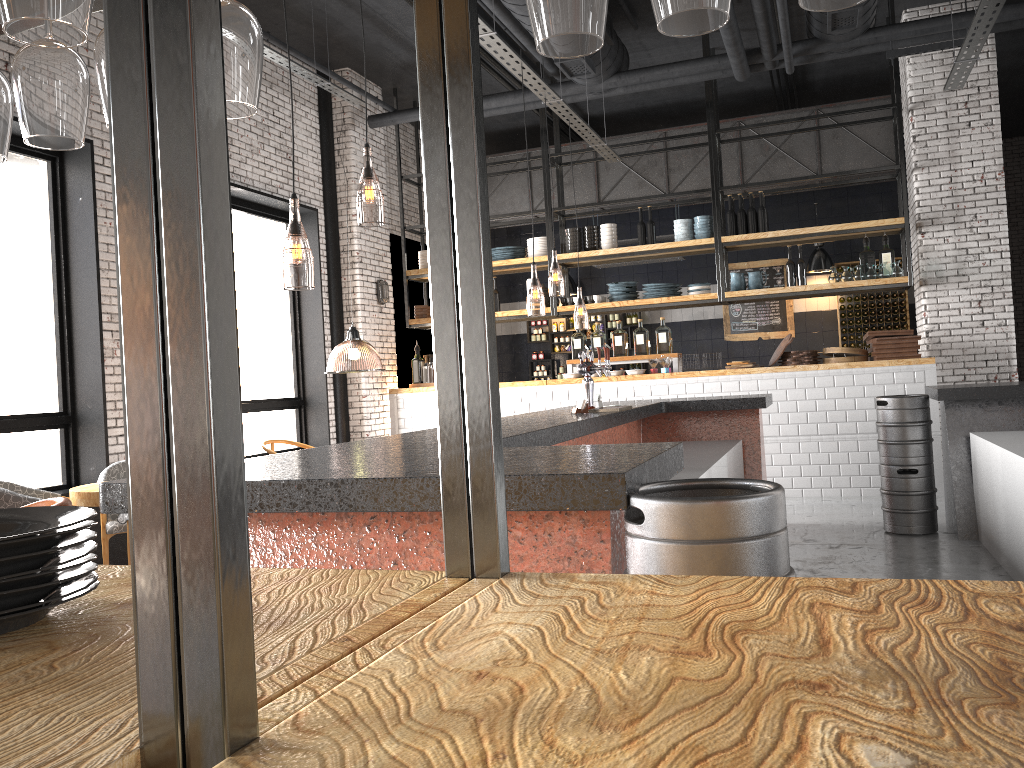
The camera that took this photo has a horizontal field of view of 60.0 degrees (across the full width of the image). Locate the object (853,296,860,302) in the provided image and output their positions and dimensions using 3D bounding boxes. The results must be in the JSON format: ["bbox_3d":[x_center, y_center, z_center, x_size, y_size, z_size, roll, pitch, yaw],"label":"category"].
[{"bbox_3d":[4.704,-1.160,12.097,0.079,0.079,0.283,-3,0,20],"label":"object"}]

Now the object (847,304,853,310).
[{"bbox_3d":[4.609,-1.050,12.090,0.079,0.079,0.283,-3,0,20],"label":"object"}]

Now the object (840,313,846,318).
[{"bbox_3d":[4.539,-0.940,12.156,0.079,0.079,0.283,-3,0,20],"label":"object"}]

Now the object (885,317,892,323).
[{"bbox_3d":[5.065,-0.865,11.929,0.079,0.079,0.283,-3,0,20],"label":"object"}]

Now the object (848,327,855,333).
[{"bbox_3d":[4.635,-0.735,12.106,0.079,0.079,0.283,-3,0,20],"label":"object"}]

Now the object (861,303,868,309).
[{"bbox_3d":[4.801,-1.061,12.068,0.079,0.079,0.283,-3,0,20],"label":"object"}]

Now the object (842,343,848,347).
[{"bbox_3d":[4.555,-0.520,12.124,0.079,0.079,0.281,-3,0,20],"label":"object"}]

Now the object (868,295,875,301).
[{"bbox_3d":[4.870,-1.170,12.001,0.079,0.079,0.283,-3,0,20],"label":"object"}]

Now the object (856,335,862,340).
[{"bbox_3d":[4.729,-0.635,12.072,0.079,0.079,0.281,-3,0,20],"label":"object"}]

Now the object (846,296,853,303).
[{"bbox_3d":[4.604,-1.155,12.096,0.079,0.079,0.283,-3,0,20],"label":"object"}]

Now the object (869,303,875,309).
[{"bbox_3d":[4.888,-1.066,12.032,0.079,0.079,0.283,-3,0,20],"label":"object"}]

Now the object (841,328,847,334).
[{"bbox_3d":[4.538,-0.730,12.116,0.079,0.079,0.283,-3,0,20],"label":"object"}]

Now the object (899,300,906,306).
[{"bbox_3d":[5.238,-1.086,11.891,0.079,0.079,0.283,-3,0,20],"label":"object"}]

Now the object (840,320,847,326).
[{"bbox_3d":[4.540,-0.835,12.139,0.079,0.079,0.283,-3,0,20],"label":"object"}]

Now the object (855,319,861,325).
[{"bbox_3d":[4.723,-0.846,12.091,0.079,0.079,0.283,-3,0,20],"label":"object"}]

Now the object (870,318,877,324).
[{"bbox_3d":[4.889,-0.855,11.995,0.079,0.079,0.283,-3,0,20],"label":"object"}]

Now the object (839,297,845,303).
[{"bbox_3d":[4.522,-1.150,12.145,0.079,0.079,0.283,-3,0,20],"label":"object"}]

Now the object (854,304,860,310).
[{"bbox_3d":[4.705,-1.055,12.080,0.079,0.079,0.283,-3,0,20],"label":"object"}]

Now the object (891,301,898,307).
[{"bbox_3d":[5.155,-1.081,11.938,0.079,0.079,0.283,-3,0,20],"label":"object"}]

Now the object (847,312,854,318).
[{"bbox_3d":[4.623,-0.945,12.110,0.079,0.079,0.283,-3,0,20],"label":"object"}]

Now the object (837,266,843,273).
[{"bbox_3d":[4.491,-1.569,12.135,0.079,0.079,0.283,-3,0,20],"label":"object"}]

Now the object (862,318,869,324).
[{"bbox_3d":[4.799,-0.850,12.023,0.079,0.079,0.283,-3,0,20],"label":"object"}]

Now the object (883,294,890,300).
[{"bbox_3d":[5.061,-1.181,11.975,0.079,0.079,0.283,-3,0,20],"label":"object"}]

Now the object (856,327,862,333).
[{"bbox_3d":[4.721,-0.740,12.066,0.079,0.079,0.283,-3,0,20],"label":"object"}]

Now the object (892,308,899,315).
[{"bbox_3d":[5.156,-0.976,11.921,0.079,0.079,0.283,-3,0,20],"label":"object"}]

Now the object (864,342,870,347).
[{"bbox_3d":[4.816,-0.535,12.016,0.079,0.079,0.281,-3,0,20],"label":"object"}]

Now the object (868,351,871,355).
[{"bbox_3d":[4.824,-0.430,12.018,0.079,0.079,0.281,-3,0,20],"label":"object"}]

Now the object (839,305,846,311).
[{"bbox_3d":[4.525,-1.045,12.135,0.079,0.079,0.283,-3,0,20],"label":"object"}]

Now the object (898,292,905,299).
[{"bbox_3d":[5.229,-1.191,11.885,0.079,0.079,0.283,-3,0,20],"label":"object"}]

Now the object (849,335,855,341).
[{"bbox_3d":[4.634,-0.630,12.085,0.079,0.079,0.281,-3,0,20],"label":"object"}]

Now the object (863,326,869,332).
[{"bbox_3d":[4.812,-0.745,12.043,0.079,0.079,0.283,-3,0,20],"label":"object"}]

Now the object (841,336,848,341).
[{"bbox_3d":[4.557,-0.625,12.149,0.079,0.079,0.281,-3,0,20],"label":"object"}]

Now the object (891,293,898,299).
[{"bbox_3d":[5.148,-1.186,11.939,0.079,0.079,0.283,-3,0,20],"label":"object"}]

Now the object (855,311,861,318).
[{"bbox_3d":[4.705,-0.950,12.060,0.079,0.079,0.283,-3,0,20],"label":"object"}]

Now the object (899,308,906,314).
[{"bbox_3d":[5.251,-0.981,11.908,0.079,0.079,0.283,-3,0,20],"label":"object"}]

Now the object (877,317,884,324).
[{"bbox_3d":[4.989,-0.861,11.996,0.079,0.079,0.283,-3,0,20],"label":"object"}]

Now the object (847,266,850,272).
[{"bbox_3d":[4.591,-1.575,12.137,0.079,0.079,0.283,-3,0,20],"label":"object"}]

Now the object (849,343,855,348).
[{"bbox_3d":[4.639,-0.525,12.079,0.079,0.079,0.281,-3,0,20],"label":"object"}]

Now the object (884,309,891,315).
[{"bbox_3d":[5.060,-0.970,11.934,0.079,0.079,0.283,-3,0,20],"label":"object"}]

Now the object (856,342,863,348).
[{"bbox_3d":[4.741,-0.531,12.085,0.079,0.079,0.281,-3,0,20],"label":"object"}]

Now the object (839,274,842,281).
[{"bbox_3d":[4.508,-1.465,12.166,0.079,0.079,0.283,-3,0,20],"label":"object"}]

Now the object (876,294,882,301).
[{"bbox_3d":[4.966,-1.175,11.988,0.079,0.079,0.283,-3,0,20],"label":"object"}]

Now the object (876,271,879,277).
[{"bbox_3d":[4.953,-1.491,12.009,0.079,0.079,0.283,-3,0,20],"label":"object"}]

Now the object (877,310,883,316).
[{"bbox_3d":[4.978,-0.966,11.984,0.079,0.079,0.283,-3,0,20],"label":"object"}]

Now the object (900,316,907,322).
[{"bbox_3d":[5.250,-0.876,11.887,0.079,0.079,0.283,-3,0,20],"label":"object"}]

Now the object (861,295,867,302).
[{"bbox_3d":[4.788,-1.165,12.051,0.079,0.079,0.283,-3,0,20],"label":"object"}]

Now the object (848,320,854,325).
[{"bbox_3d":[4.635,-0.841,12.127,0.079,0.079,0.283,-3,0,20],"label":"object"}]

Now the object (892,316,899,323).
[{"bbox_3d":[5.167,-0.871,11.934,0.079,0.079,0.283,-3,0,20],"label":"object"}]

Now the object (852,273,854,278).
[{"bbox_3d":[4.675,-1.475,12.070,0.079,0.079,0.283,-3,0,20],"label":"object"}]

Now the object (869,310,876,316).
[{"bbox_3d":[4.881,-0.960,11.994,0.079,0.079,0.283,-3,0,20],"label":"object"}]

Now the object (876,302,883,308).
[{"bbox_3d":[4.977,-1.071,12.001,0.079,0.079,0.283,-3,0,20],"label":"object"}]

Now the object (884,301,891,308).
[{"bbox_3d":[5.061,-1.076,11.954,0.079,0.079,0.283,-3,0,20],"label":"object"}]

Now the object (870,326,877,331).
[{"bbox_3d":[4.901,-0.750,12.011,0.079,0.079,0.283,-3,0,20],"label":"object"}]

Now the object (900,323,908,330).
[{"bbox_3d":[5.250,-0.770,11.867,0.079,0.079,0.283,-3,0,20],"label":"object"}]

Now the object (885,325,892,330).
[{"bbox_3d":[5.079,-0.761,11.948,0.079,0.079,0.283,-3,0,20],"label":"object"}]

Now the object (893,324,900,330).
[{"bbox_3d":[5.173,-0.766,11.931,0.079,0.079,0.283,-3,0,20],"label":"object"}]

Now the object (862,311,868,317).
[{"bbox_3d":[4.800,-0.955,12.047,0.079,0.079,0.283,-3,0,20],"label":"object"}]

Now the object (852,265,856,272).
[{"bbox_3d":[4.675,-1.580,12.090,0.079,0.079,0.283,-3,0,20],"label":"object"}]

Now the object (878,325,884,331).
[{"bbox_3d":[4.997,-0.756,11.999,0.079,0.079,0.283,-3,0,20],"label":"object"}]
